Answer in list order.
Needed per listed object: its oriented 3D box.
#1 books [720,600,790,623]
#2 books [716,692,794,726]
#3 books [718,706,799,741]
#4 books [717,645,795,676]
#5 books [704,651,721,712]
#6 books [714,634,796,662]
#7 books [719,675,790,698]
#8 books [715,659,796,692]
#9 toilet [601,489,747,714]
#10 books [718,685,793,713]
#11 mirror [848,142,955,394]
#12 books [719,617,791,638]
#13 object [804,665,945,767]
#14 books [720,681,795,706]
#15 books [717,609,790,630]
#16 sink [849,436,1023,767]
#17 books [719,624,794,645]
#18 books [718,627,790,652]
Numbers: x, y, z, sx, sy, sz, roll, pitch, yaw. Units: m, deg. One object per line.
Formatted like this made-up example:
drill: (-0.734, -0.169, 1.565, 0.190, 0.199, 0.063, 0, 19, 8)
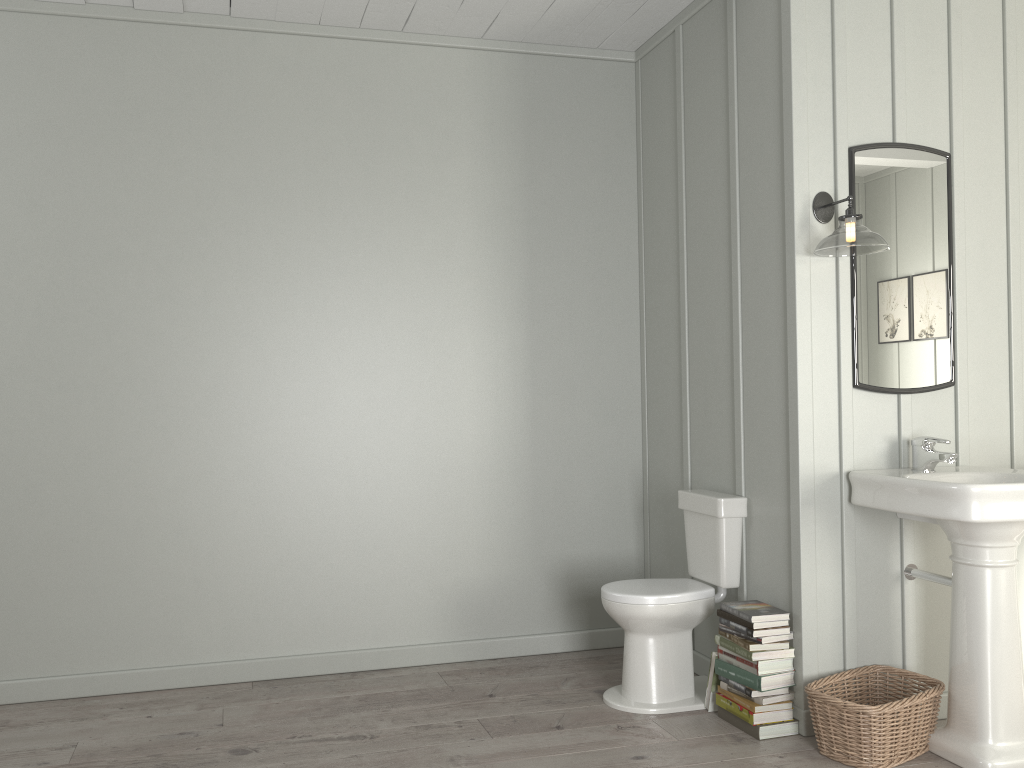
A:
books: (0.850, 0.797, 3.103, 0.147, 0.024, 0.211, -1, -1, -15)
books: (0.852, 1.135, 3.116, 0.159, 0.041, 0.227, -1, -1, -19)
books: (0.865, 1.180, 3.116, 0.160, 0.049, 0.244, -1, -1, -20)
books: (0.859, 0.963, 3.118, 0.151, 0.051, 0.229, -1, -1, -22)
books: (0.807, 1.095, 3.264, 0.167, 0.235, 0.093, -1, 0, -15)
books: (0.852, 0.922, 3.114, 0.167, 0.032, 0.240, -1, -1, -17)
books: (0.850, 1.054, 3.115, 0.147, 0.024, 0.211, -1, -1, -17)
books: (0.855, 1.016, 3.117, 0.154, 0.053, 0.235, -1, -1, -27)
toilet: (0.603, 0.822, 3.407, 0.515, 0.787, 0.338, -1, 0, -15)
books: (0.854, 1.102, 3.116, 0.146, 0.024, 0.237, -1, -1, -17)
mirror: (1.374, -0.406, 3.106, 0.417, 0.884, 0.015, -1, 0, -14)
books: (0.851, 0.847, 3.103, 0.147, 0.024, 0.211, -1, -1, -17)
object: (1.186, 1.087, 2.884, 0.450, 0.220, 0.301, -1, -1, -34)
books: (0.863, 1.078, 3.114, 0.145, 0.025, 0.213, -1, -1, -27)
books: (0.847, 0.822, 3.114, 0.146, 0.024, 0.212, -1, -1, -20)
sink: (1.490, 0.683, 2.849, 0.559, 1.013, 0.577, -1, 0, -16)
books: (0.859, 0.871, 3.113, 0.145, 0.025, 0.213, -1, -1, -27)
books: (0.850, 0.895, 3.116, 0.147, 0.024, 0.235, -1, -1, -11)
